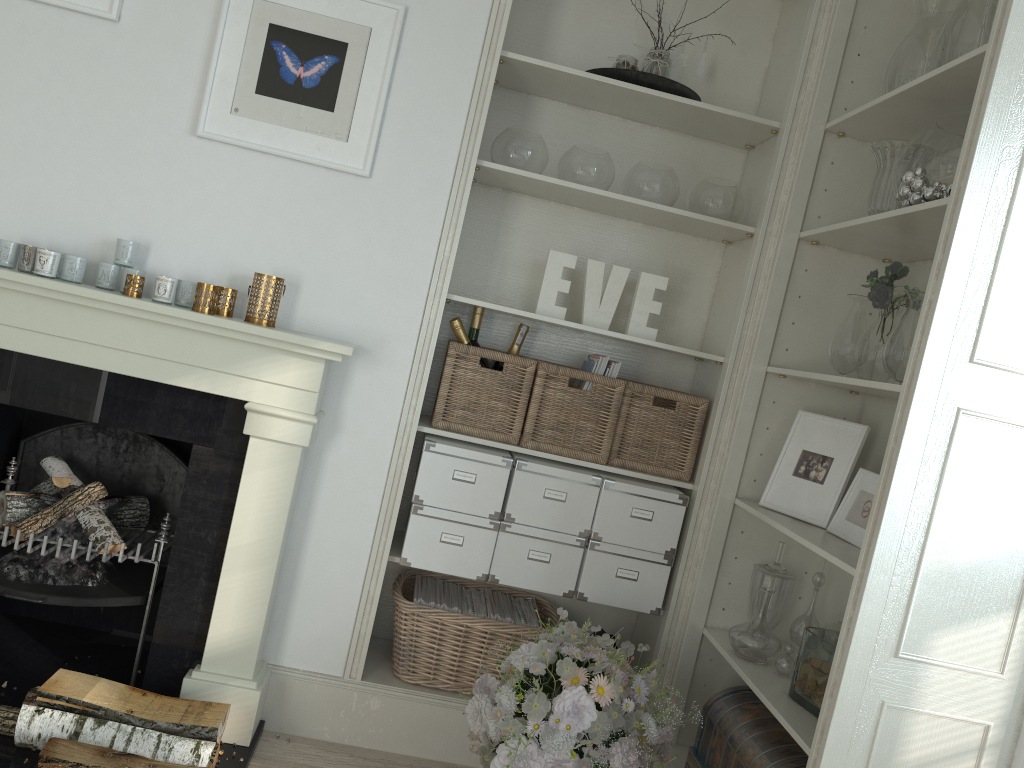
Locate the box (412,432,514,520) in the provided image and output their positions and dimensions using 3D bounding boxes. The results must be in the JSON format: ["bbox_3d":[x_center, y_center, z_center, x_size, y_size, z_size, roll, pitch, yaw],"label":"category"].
[{"bbox_3d":[-0.163,0.272,2.819,0.270,0.191,0.400,13,3,-6],"label":"box"}]

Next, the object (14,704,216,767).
[{"bbox_3d":[-0.992,0.903,2.223,0.483,0.128,0.084,13,3,-4],"label":"object"}]

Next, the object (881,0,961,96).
[{"bbox_3d":[1.154,-0.896,2.499,0.193,0.362,0.193,12,3,-23],"label":"object"}]

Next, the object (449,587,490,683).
[{"bbox_3d":[-0.144,0.807,2.878,0.088,0.238,0.274,13,3,-6],"label":"object"}]

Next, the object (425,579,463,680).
[{"bbox_3d":[-0.223,0.790,2.870,0.088,0.238,0.274,13,3,-5],"label":"object"}]

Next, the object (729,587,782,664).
[{"bbox_3d":[0.695,0.674,2.496,0.148,0.200,0.148,11,4,-38],"label":"object"}]

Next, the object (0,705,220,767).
[{"bbox_3d":[-1.046,0.915,2.293,0.561,0.078,0.078,13,3,-5],"label":"object"}]

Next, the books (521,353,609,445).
[{"bbox_3d":[0.160,0.034,2.853,0.205,0.306,0.221,13,3,-6],"label":"books"}]

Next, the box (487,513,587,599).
[{"bbox_3d":[0.059,0.516,2.865,0.270,0.191,0.400,13,3,-6],"label":"box"}]

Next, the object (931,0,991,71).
[{"bbox_3d":[1.183,-0.876,2.254,0.193,0.362,0.193,12,3,-23],"label":"object"}]

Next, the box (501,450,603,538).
[{"bbox_3d":[0.107,0.331,2.860,0.270,0.191,0.400,13,3,-6],"label":"box"}]

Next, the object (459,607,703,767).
[{"bbox_3d":[0.143,0.926,2.314,0.544,0.643,0.570,12,3,-15],"label":"object"}]

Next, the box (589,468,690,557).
[{"bbox_3d":[0.370,0.391,2.875,0.270,0.191,0.400,13,3,-6],"label":"box"}]

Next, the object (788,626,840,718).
[{"bbox_3d":[0.816,0.733,2.093,0.171,0.180,0.387,13,3,-6],"label":"object"}]

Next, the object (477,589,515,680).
[{"bbox_3d":[-0.060,0.826,2.887,0.088,0.238,0.274,13,3,-5],"label":"object"}]

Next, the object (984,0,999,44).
[{"bbox_3d":[1.183,-0.863,1.998,0.193,0.362,0.193,12,3,-23],"label":"object"}]

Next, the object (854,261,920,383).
[{"bbox_3d":[1.011,-0.166,2.415,0.166,0.355,0.206,15,4,33],"label":"object"}]

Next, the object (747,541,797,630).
[{"bbox_3d":[0.766,0.623,2.636,0.129,0.315,0.129,13,3,-1],"label":"object"}]

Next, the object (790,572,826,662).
[{"bbox_3d":[0.856,0.671,2.550,0.088,0.271,0.088,13,3,-1],"label":"object"}]

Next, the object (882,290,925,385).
[{"bbox_3d":[1.006,-0.105,2.247,0.110,0.251,0.110,11,4,-34],"label":"object"}]

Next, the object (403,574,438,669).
[{"bbox_3d":[-0.295,0.773,2.870,0.088,0.238,0.274,13,3,-5],"label":"object"}]

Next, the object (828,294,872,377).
[{"bbox_3d":[0.979,-0.128,2.563,0.110,0.251,0.110,11,4,-34],"label":"object"}]

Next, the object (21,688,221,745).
[{"bbox_3d":[-1.033,0.890,2.371,0.516,0.123,0.118,12,3,-8],"label":"object"}]

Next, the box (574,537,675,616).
[{"bbox_3d":[0.328,0.576,2.892,0.270,0.191,0.400,13,3,-6],"label":"box"}]

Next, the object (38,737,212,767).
[{"bbox_3d":[-0.942,0.941,2.165,0.389,0.085,0.109,13,3,-4],"label":"object"}]

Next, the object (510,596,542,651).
[{"bbox_3d":[0.020,0.844,2.895,0.088,0.238,0.274,13,3,-6],"label":"object"}]

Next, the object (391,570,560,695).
[{"bbox_3d":[-0.141,0.820,2.881,0.554,0.263,0.408,13,3,-5],"label":"object"}]

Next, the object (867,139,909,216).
[{"bbox_3d":[1.051,-0.527,2.455,0.168,0.256,0.168,15,4,42],"label":"object"}]

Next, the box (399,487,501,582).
[{"bbox_3d":[-0.201,0.459,2.830,0.270,0.191,0.400,13,3,-6],"label":"box"}]

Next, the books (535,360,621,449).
[{"bbox_3d":[0.198,0.052,2.857,0.205,0.306,0.221,13,3,-6],"label":"books"}]

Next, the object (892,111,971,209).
[{"bbox_3d":[1.091,-0.498,2.131,0.329,0.249,0.329,11,3,-31],"label":"object"}]

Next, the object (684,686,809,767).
[{"bbox_3d":[0.676,1.019,2.294,0.290,0.297,0.475,13,3,-6],"label":"object"}]

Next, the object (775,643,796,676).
[{"bbox_3d":[0.745,0.747,2.405,0.056,0.090,0.056,14,3,25],"label":"object"}]

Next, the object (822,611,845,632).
[{"bbox_3d":[0.905,0.729,2.484,0.094,0.188,0.094,15,4,36],"label":"object"}]
